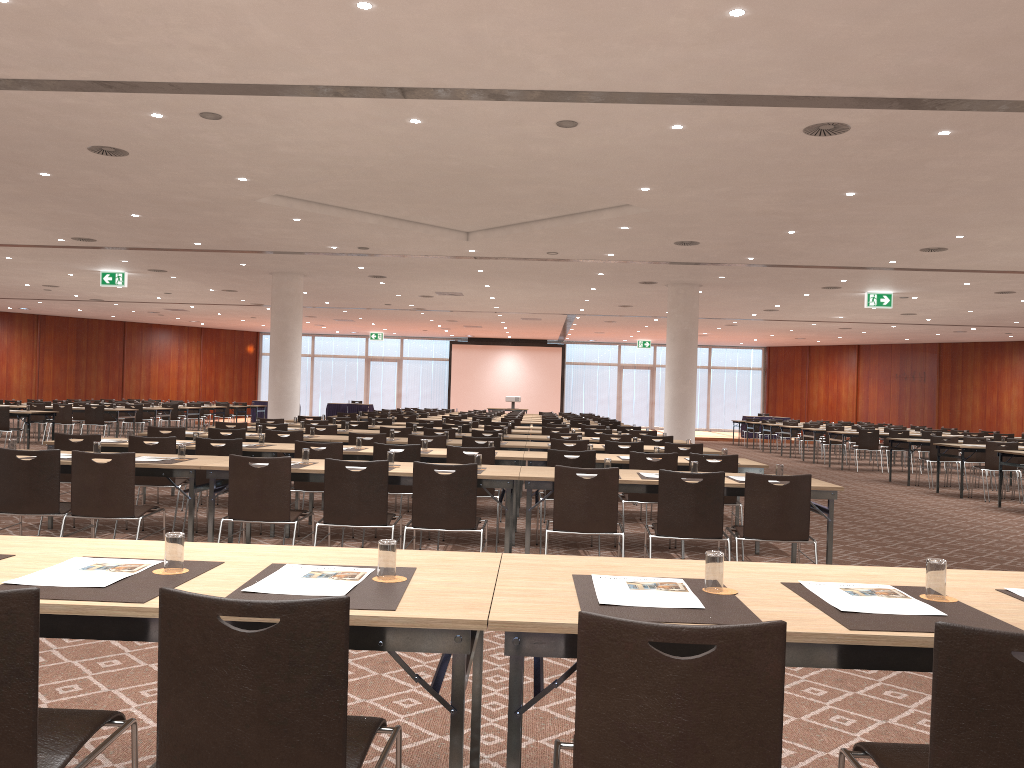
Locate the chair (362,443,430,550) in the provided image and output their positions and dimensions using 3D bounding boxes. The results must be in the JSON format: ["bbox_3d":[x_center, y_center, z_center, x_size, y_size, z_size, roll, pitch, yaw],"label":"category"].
[{"bbox_3d":[-1.047,1.009,8.194,0.535,0.939,0.614,2,0,2],"label":"chair"}]

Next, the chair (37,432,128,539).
[{"bbox_3d":[-3.958,0.920,8.232,0.535,0.939,0.614,2,0,3],"label":"chair"}]

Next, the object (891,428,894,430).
[{"bbox_3d":[8.558,1.058,19.949,0.054,0.114,0.054,2,0,-32],"label":"object"}]

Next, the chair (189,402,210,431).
[{"bbox_3d":[-9.838,1.030,27.818,0.535,0.939,0.614,2,0,-1],"label":"chair"}]

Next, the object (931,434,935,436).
[{"bbox_3d":[7.824,0.983,16.479,0.054,0.114,0.054,2,0,-10],"label":"object"}]

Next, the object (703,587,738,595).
[{"bbox_3d":[0.615,0.611,2.620,0.102,0.001,0.102,2,-1,-32],"label":"object"}]

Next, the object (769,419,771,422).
[{"bbox_3d":[8.127,1.164,27.968,0.054,0.114,0.054,2,0,-10],"label":"object"}]

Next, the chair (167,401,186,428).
[{"bbox_3d":[-10.468,1.012,27.917,0.535,0.939,0.614,2,0,2],"label":"chair"}]

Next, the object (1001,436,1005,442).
[{"bbox_3d":[9.107,1.022,16.442,0.054,0.114,0.054,2,0,-10],"label":"object"}]

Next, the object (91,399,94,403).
[{"bbox_3d":[-12.551,0.503,26.528,0.054,0.114,0.054,2,0,-32],"label":"object"}]

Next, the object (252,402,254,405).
[{"bbox_3d":[-8.880,0.675,30.433,0.054,0.114,0.054,2,0,-10],"label":"object"}]

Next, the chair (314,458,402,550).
[{"bbox_3d":[-1.061,0.978,6.152,0.535,0.939,0.614,2,0,0],"label":"chair"}]

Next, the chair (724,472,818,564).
[{"bbox_3d":[1.773,1.065,6.074,0.535,0.939,0.614,2,0,4],"label":"chair"}]

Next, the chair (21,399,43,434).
[{"bbox_3d":[-12.848,0.881,24.040,0.535,0.939,0.614,2,0,3],"label":"chair"}]

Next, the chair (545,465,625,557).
[{"bbox_3d":[0.502,1.026,6.151,0.535,0.939,0.614,2,0,4],"label":"chair"}]

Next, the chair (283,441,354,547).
[{"bbox_3d":[-1.752,0.986,8.137,0.535,0.939,0.614,2,0,-1],"label":"chair"}]

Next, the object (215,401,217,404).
[{"bbox_3d":[-10.170,0.635,30.464,0.054,0.114,0.054,2,0,-10],"label":"object"}]

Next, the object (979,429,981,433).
[{"bbox_3d":[11.540,1.179,21.862,0.054,0.114,0.054,2,0,35],"label":"object"}]

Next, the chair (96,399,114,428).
[{"bbox_3d":[-12.712,0.944,27.978,0.535,0.939,0.614,2,0,-1],"label":"chair"}]

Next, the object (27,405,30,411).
[{"bbox_3d":[-9.239,0.462,16.934,0.054,0.114,0.054,2,0,-10],"label":"object"}]

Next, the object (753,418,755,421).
[{"bbox_3d":[8.179,1.196,29.969,0.054,0.114,0.054,2,0,-10],"label":"object"}]

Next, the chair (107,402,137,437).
[{"bbox_3d":[-10.503,0.951,23.917,0.535,0.939,0.614,2,0,1],"label":"chair"}]

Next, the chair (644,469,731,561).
[{"bbox_3d":[1.194,1.046,6.055,0.535,0.939,0.614,2,0,4],"label":"chair"}]

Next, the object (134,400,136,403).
[{"bbox_3d":[-11.258,0.542,26.492,0.054,0.114,0.054,2,0,-32],"label":"object"}]

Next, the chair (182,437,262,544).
[{"bbox_3d":[-2.660,0.959,8.196,0.535,0.939,0.614,2,0,3],"label":"chair"}]

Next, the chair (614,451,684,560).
[{"bbox_3d":[1.252,1.079,8.089,0.535,0.939,0.614,2,0,-1],"label":"chair"}]

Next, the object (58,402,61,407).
[{"bbox_3d":[-10.447,0.478,20.481,0.054,0.114,0.054,2,0,-32],"label":"object"}]

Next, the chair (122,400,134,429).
[{"bbox_3d":[-12.031,0.965,28.019,0.535,0.939,0.614,2,0,4],"label":"chair"}]

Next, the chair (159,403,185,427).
[{"bbox_3d":[-9.189,0.992,23.940,0.535,0.939,0.614,2,0,-1],"label":"chair"}]

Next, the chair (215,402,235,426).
[{"bbox_3d":[-9.075,1.055,27.938,0.535,0.939,0.614,2,0,0],"label":"chair"}]

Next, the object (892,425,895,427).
[{"bbox_3d":[10.281,1.170,23.903,0.054,0.114,0.054,2,0,-32],"label":"object"}]

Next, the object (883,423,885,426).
[{"bbox_3d":[11.695,1.273,27.867,0.054,0.114,0.054,2,0,-32],"label":"object"}]

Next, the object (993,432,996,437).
[{"bbox_3d":[10.831,1.127,19.895,0.054,0.114,0.054,2,0,35],"label":"object"}]

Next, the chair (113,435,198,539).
[{"bbox_3d":[-3.262,0.940,8.178,0.535,0.939,0.614,2,0,1],"label":"chair"}]

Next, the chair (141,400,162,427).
[{"bbox_3d":[-11.374,0.983,27.861,0.535,0.939,0.614,2,0,3],"label":"chair"}]

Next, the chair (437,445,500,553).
[{"bbox_3d":[-0.381,1.029,8.134,0.535,0.939,0.614,2,0,0],"label":"chair"}]

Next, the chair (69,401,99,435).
[{"bbox_3d":[-11.498,0.920,23.863,0.535,0.939,0.614,2,0,-1],"label":"chair"}]

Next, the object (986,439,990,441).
[{"bbox_3d":[7.767,0.951,14.465,0.054,0.114,0.054,2,0,-10],"label":"object"}]

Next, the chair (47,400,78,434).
[{"bbox_3d":[-12.124,0.902,23.961,0.535,0.939,0.614,2,0,3],"label":"chair"}]

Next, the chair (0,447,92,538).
[{"bbox_3d":[-3.317,0.909,6.214,0.535,0.939,0.614,2,0,-1],"label":"chair"}]

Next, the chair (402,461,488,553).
[{"bbox_3d":[-0.452,0.996,6.100,0.535,0.939,0.614,2,0,3],"label":"chair"}]

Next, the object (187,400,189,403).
[{"bbox_3d":[-11.143,0.606,30.494,0.054,0.114,0.054,2,0,-32],"label":"object"}]

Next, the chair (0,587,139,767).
[{"bbox_3d":[-1.266,0.911,2.112,0.535,0.939,0.614,2,0,1],"label":"chair"}]

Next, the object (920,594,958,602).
[{"bbox_3d":[1.256,0.630,2.610,0.102,0.001,0.102,2,-1,-32],"label":"object"}]

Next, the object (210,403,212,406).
[{"bbox_3d":[-8.983,0.612,26.433,0.054,0.114,0.054,2,0,-10],"label":"object"}]

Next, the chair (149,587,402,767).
[{"bbox_3d":[-0.577,0.933,2.136,0.535,0.939,0.614,2,0,4],"label":"chair"}]

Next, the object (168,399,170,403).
[{"bbox_3d":[-11.803,0.585,30.504,0.054,0.114,0.054,2,0,-32],"label":"object"}]

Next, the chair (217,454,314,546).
[{"bbox_3d":[-1.720,0.959,6.212,0.535,0.939,0.614,2,0,4],"label":"chair"}]

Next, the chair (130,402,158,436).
[{"bbox_3d":[-9.878,0.969,23.818,0.535,0.939,0.614,2,0,-1],"label":"chair"}]

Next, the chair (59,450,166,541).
[{"bbox_3d":[-2.776,0.925,6.164,0.535,0.939,0.614,2,0,1],"label":"chair"}]

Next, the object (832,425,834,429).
[{"bbox_3d":[7.958,1.069,21.969,0.054,0.114,0.054,2,0,-32],"label":"object"}]

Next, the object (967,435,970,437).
[{"bbox_3d":[8.467,1.003,16.449,0.054,0.114,0.054,2,0,-10],"label":"object"}]

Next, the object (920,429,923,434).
[{"bbox_3d":[9.208,1.078,19.942,0.054,0.114,0.054,2,0,-32],"label":"object"}]

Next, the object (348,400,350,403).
[{"bbox_3d":[-6.199,0.679,33.714,0.054,0.114,0.054,2,0,13],"label":"object"}]
